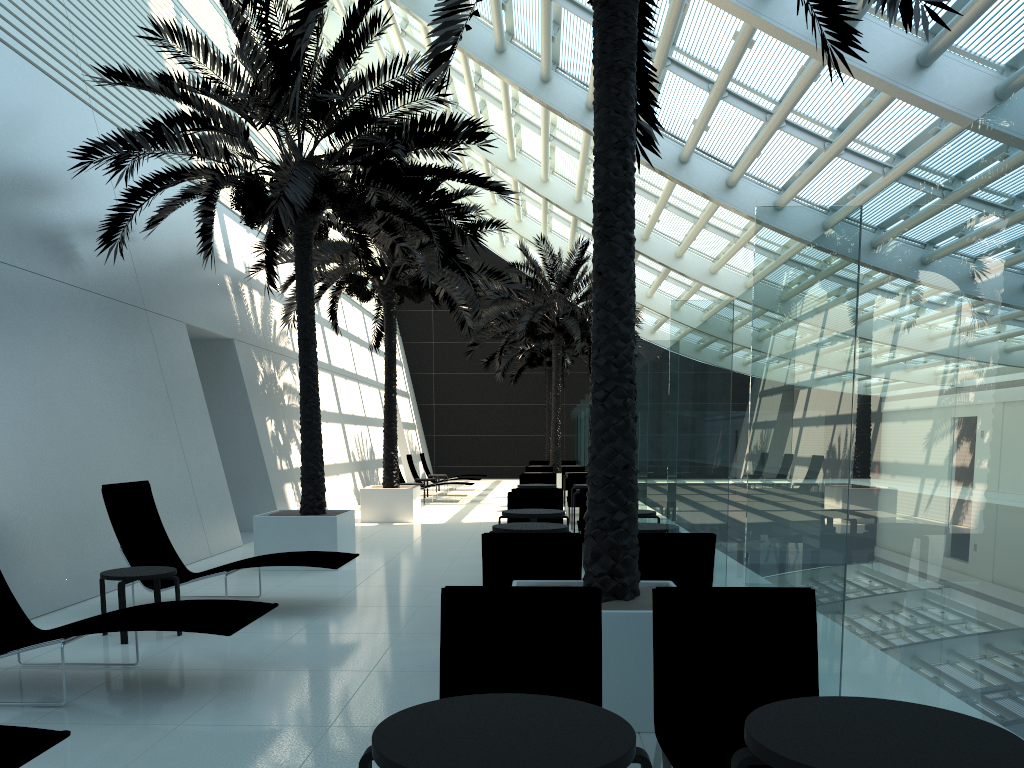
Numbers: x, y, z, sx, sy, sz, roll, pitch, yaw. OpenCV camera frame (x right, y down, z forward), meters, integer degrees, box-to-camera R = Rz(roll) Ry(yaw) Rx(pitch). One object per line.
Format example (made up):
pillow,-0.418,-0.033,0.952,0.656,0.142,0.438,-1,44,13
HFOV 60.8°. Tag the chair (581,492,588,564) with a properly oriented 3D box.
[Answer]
chair,1.216,1.782,10.656,0.716,0.895,0.881,0,2,2

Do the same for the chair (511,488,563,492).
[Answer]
chair,0.359,1.898,12.398,0.716,0.895,0.881,0,2,2

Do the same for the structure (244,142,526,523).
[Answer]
structure,-2.435,-0.822,16.443,4.273,6.958,4.602,3,4,36

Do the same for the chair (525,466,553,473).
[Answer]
chair,0.681,2.522,21.923,0.716,0.895,0.881,0,2,2

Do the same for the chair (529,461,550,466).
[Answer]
chair,0.882,2.894,27.612,0.716,0.895,0.881,0,2,2

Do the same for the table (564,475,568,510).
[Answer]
table,1.539,2.397,19.188,0.677,0.788,0.676,2,3,45

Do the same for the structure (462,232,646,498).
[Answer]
structure,1.185,-0.414,23.740,4.822,7.086,4.398,0,4,-4

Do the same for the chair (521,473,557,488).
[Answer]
chair,0.558,2.267,18.038,0.716,0.895,0.881,0,2,2

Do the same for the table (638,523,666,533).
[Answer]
table,1.134,1.648,7.756,0.677,0.788,0.676,2,3,45

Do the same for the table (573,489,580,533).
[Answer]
table,1.339,2.028,13.547,0.677,0.788,0.676,2,3,45

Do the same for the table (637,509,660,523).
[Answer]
table,1.200,1.754,9.372,0.677,0.788,0.676,2,3,40

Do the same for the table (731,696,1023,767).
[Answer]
table,0.949,1.290,2.279,0.677,0.788,0.676,-2,3,-41

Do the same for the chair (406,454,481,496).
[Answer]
chair,-1.910,2.571,24.740,2.036,1.169,0.914,0,3,2

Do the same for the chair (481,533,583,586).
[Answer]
chair,0.154,1.519,6.606,0.716,0.895,0.881,0,2,2

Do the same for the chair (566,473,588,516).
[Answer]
chair,1.490,2.263,18.006,0.716,0.895,0.881,0,2,2

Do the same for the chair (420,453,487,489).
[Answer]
chair,-1.816,2.744,27.391,2.036,1.169,0.914,0,3,2

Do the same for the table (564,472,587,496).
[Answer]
table,1.598,2.491,20.618,0.677,0.788,0.676,2,3,40

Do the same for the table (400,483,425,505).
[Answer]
table,-2.424,2.657,21.058,0.552,0.521,0.551,1,2,40

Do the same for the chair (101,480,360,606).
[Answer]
chair,-2.503,1.473,7.979,2.036,1.169,0.914,0,3,2

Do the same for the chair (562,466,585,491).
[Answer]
chair,1.613,2.518,21.890,0.716,0.895,0.881,0,2,2

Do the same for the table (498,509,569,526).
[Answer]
table,0.231,1.758,9.406,0.677,0.788,0.676,2,3,40

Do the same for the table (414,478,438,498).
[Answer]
table,-2.333,2.825,23.629,0.552,0.521,0.551,1,2,45

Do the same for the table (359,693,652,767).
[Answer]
table,-0.020,1.294,2.313,0.677,0.788,0.676,-2,3,-41

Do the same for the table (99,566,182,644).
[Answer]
table,-2.926,1.727,6.868,0.552,0.521,0.551,1,2,45

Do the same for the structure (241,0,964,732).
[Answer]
structure,0.513,-1.667,4.603,4.815,7.085,4.404,1,4,20

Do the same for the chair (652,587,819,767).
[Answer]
chair,0.961,1.310,3.449,0.716,0.895,0.881,0,2,2

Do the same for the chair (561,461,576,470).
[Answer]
chair,1.814,2.890,27.580,0.716,0.895,0.881,0,2,2

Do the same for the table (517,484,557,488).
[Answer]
table,0.431,2.128,15.046,0.677,0.788,0.676,2,3,40

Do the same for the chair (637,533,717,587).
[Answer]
chair,1.086,1.515,6.573,0.716,0.895,0.881,0,2,2

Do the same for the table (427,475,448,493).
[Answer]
table,-2.239,2.999,26.280,0.552,0.521,0.551,1,2,45

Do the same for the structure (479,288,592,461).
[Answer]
structure,1.499,0.119,31.880,4.451,7.084,4.768,-1,4,-19

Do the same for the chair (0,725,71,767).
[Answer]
chair,-2.685,1.136,2.836,2.036,1.169,0.914,0,3,2

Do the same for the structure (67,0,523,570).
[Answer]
structure,-2.442,-1.185,10.441,4.636,6.897,4.240,-1,4,-19

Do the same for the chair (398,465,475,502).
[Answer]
chair,-2.001,2.402,22.168,2.036,1.169,0.914,0,3,2

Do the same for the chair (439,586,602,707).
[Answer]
chair,0.029,1.314,3.482,0.716,0.895,0.881,0,2,2

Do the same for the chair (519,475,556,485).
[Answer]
chair,0.484,2.156,16.342,0.716,0.895,0.881,0,2,2

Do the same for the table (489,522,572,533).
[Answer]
table,0.165,1.653,7.790,0.677,0.788,0.676,2,3,45

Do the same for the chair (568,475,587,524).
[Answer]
chair,1.416,2.152,16.310,0.716,0.895,0.881,0,2,2

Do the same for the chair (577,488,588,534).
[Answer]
chair,1.291,1.894,12.365,0.716,0.895,0.881,0,2,2

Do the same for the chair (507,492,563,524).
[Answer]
chair,0.284,1.786,10.689,0.716,0.895,0.881,0,2,2

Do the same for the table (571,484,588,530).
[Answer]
table,1.400,2.124,15.012,0.677,0.788,0.676,2,3,40

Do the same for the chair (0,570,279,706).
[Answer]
chair,-2.594,1.305,5.408,2.036,1.169,0.914,0,3,2
